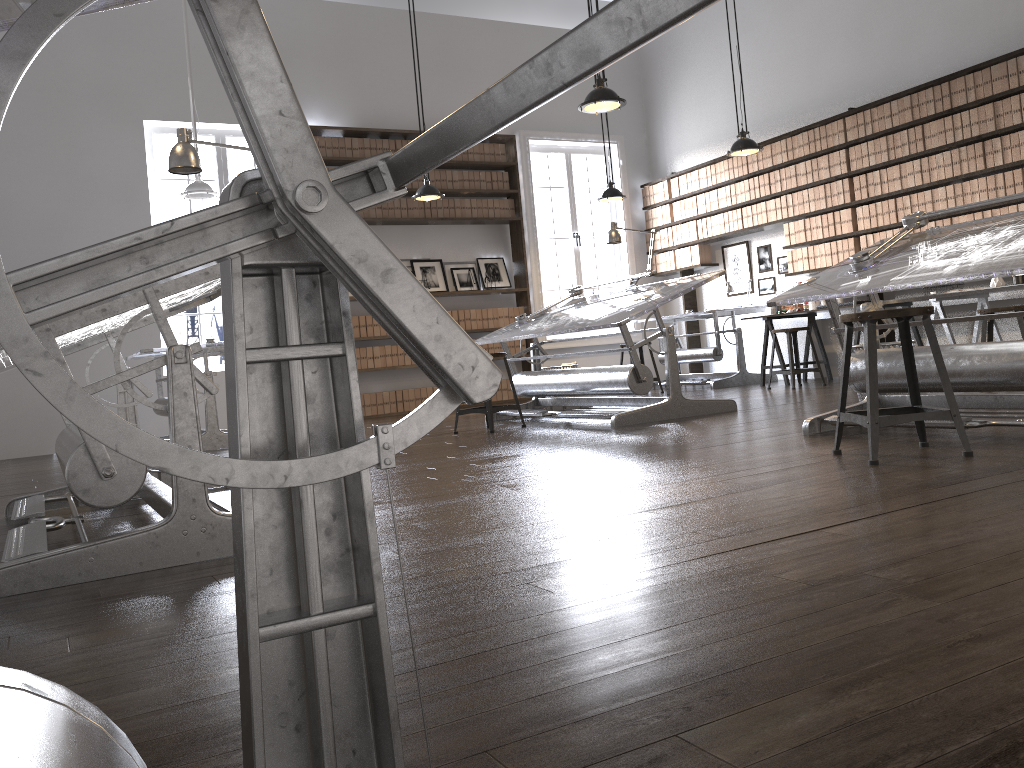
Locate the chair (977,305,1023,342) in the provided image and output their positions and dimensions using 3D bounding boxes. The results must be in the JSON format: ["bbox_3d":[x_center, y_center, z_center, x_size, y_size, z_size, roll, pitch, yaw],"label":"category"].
[{"bbox_3d":[3.323,-0.252,5.937,0.371,0.528,0.359,-5,-1,35],"label":"chair"}]

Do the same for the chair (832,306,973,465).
[{"bbox_3d":[1.360,0.000,3.164,0.358,0.528,0.371,-5,0,0],"label":"chair"}]

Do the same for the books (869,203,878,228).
[{"bbox_3d":[3.290,-1.500,7.919,0.175,0.226,0.066,-5,-1,-28],"label":"books"}]

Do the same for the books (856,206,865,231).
[{"bbox_3d":[3.225,-1.498,8.048,0.175,0.226,0.066,-5,-1,-28],"label":"books"}]

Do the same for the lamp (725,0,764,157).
[{"bbox_3d":[1.851,-3.062,7.456,0.310,2.255,0.313,-6,-2,41],"label":"lamp"}]

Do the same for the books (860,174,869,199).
[{"bbox_3d":[3.233,-1.775,7.990,0.175,0.226,0.066,-5,-1,-28],"label":"books"}]

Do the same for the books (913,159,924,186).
[{"bbox_3d":[3.495,-1.785,7.500,0.175,0.226,0.066,-5,-1,-28],"label":"books"}]

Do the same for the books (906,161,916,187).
[{"bbox_3d":[3.463,-1.784,7.565,0.175,0.226,0.066,-5,-1,-28],"label":"books"}]

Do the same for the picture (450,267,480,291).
[{"bbox_3d":[-0.520,-1.156,9.848,0.290,0.291,0.126,-5,-1,-28],"label":"picture"}]

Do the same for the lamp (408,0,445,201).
[{"bbox_3d":[-0.874,-2.837,8.196,0.310,2.255,0.313,-6,-2,41],"label":"lamp"}]

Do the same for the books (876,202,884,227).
[{"bbox_3d":[3.324,-1.501,7.866,0.175,0.226,0.066,-5,-1,-28],"label":"books"}]

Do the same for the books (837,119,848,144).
[{"bbox_3d":[3.096,-2.322,8.164,0.175,0.226,0.066,-5,-1,-28],"label":"books"}]

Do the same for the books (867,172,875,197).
[{"bbox_3d":[3.273,-1.777,7.927,0.175,0.226,0.066,-5,-1,-28],"label":"books"}]

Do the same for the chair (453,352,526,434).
[{"bbox_3d":[-0.169,0.060,6.004,0.357,0.528,0.372,-6,-1,40],"label":"chair"}]

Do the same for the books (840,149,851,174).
[{"bbox_3d":[3.119,-2.046,8.164,0.175,0.226,0.066,-5,-1,-28],"label":"books"}]

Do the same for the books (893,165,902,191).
[{"bbox_3d":[3.399,-1.781,7.677,0.175,0.226,0.066,-5,-1,-28],"label":"books"}]

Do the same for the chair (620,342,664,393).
[{"bbox_3d":[1.265,-0.147,8.890,0.359,0.528,0.371,-5,0,-20],"label":"chair"}]

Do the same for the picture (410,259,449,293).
[{"bbox_3d":[-0.895,-1.168,9.640,0.374,0.392,0.148,-5,-1,-28],"label":"picture"}]

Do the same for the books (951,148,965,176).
[{"bbox_3d":[3.661,-1.792,7.187,0.175,0.226,0.066,-5,-1,-28],"label":"books"}]

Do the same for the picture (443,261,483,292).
[{"bbox_3d":[-0.553,-1.189,9.879,0.434,0.361,0.095,-5,-1,-28],"label":"picture"}]

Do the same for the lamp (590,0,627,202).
[{"bbox_3d":[0.930,-3.026,9.167,0.310,2.255,0.313,-6,-2,41],"label":"lamp"}]

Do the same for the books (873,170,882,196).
[{"bbox_3d":[3.302,-1.778,7.862,0.175,0.226,0.066,-5,-1,-28],"label":"books"}]

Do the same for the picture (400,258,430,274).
[{"bbox_3d":[-1.030,-1.163,9.626,0.370,0.406,0.091,-5,-1,-28],"label":"picture"}]

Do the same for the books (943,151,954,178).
[{"bbox_3d":[3.627,-1.790,7.251,0.175,0.226,0.066,-5,-1,-28],"label":"books"}]

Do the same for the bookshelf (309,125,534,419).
[{"bbox_3d":[-0.976,-0.852,9.595,2.478,3.728,0.411,-5,-1,-28],"label":"bookshelf"}]

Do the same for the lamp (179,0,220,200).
[{"bbox_3d":[-2.642,-2.652,7.235,0.310,2.255,0.313,-6,-2,41],"label":"lamp"}]

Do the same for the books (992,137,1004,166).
[{"bbox_3d":[3.827,-1.798,6.881,0.175,0.226,0.066,-5,-1,-28],"label":"books"}]

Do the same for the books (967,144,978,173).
[{"bbox_3d":[3.728,-1.795,7.077,0.175,0.226,0.066,-5,-1,-28],"label":"books"}]

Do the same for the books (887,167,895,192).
[{"bbox_3d":[3.373,-1.781,7.739,0.175,0.226,0.066,-5,-1,-28],"label":"books"}]

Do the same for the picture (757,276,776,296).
[{"bbox_3d":[2.713,-1.039,9.420,0.023,0.183,0.250,-4,0,-28],"label":"picture"}]

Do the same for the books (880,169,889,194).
[{"bbox_3d":[3.339,-1.779,7.802,0.175,0.226,0.066,-5,-1,-28],"label":"books"}]

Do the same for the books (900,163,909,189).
[{"bbox_3d":[3.435,-1.783,7.621,0.175,0.226,0.066,-5,-1,-28],"label":"books"}]

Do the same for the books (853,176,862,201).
[{"bbox_3d":[3.203,-1.774,8.058,0.175,0.226,0.066,-5,-1,-28],"label":"books"}]

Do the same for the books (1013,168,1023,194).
[{"bbox_3d":[3.917,-1.524,6.752,0.175,0.226,0.066,-5,-1,-28],"label":"books"}]

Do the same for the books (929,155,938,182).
[{"bbox_3d":[3.567,-1.788,7.379,0.175,0.226,0.066,-5,-1,-28],"label":"books"}]

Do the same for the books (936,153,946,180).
[{"bbox_3d":[3.596,-1.789,7.316,0.175,0.226,0.066,-5,-1,-28],"label":"books"}]

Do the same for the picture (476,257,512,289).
[{"bbox_3d":[-0.205,-1.259,10.038,0.343,0.365,0.160,-5,-1,-28],"label":"picture"}]

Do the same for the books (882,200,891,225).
[{"bbox_3d":[3.357,-1.503,7.809,0.175,0.226,0.066,-5,-1,-28],"label":"books"}]

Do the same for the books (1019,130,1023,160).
[{"bbox_3d":[3.924,-1.802,6.696,0.175,0.226,0.066,-5,-1,-28],"label":"books"}]

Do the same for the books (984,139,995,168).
[{"bbox_3d":[3.798,-1.797,6.946,0.175,0.226,0.066,-5,-1,-28],"label":"books"}]

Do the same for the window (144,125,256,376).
[{"bbox_3d":[-2.783,-1.309,8.719,1.485,2.500,0.153,-5,-1,-28],"label":"window"}]

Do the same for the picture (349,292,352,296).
[{"bbox_3d":[-1.721,-1.046,9.266,0.267,0.315,0.058,-5,-1,-28],"label":"picture"}]

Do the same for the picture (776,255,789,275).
[{"bbox_3d":[2.841,-1.236,9.153,0.023,0.183,0.250,-4,0,-28],"label":"picture"}]

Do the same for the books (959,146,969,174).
[{"bbox_3d":[3.695,-1.793,7.134,0.175,0.226,0.066,-5,-1,-28],"label":"books"}]

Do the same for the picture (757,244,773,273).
[{"bbox_3d":[2.693,-1.332,9.419,0.022,0.285,0.201,-4,-1,-29],"label":"picture"}]

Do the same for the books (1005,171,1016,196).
[{"bbox_3d":[3.887,-1.523,6.819,0.175,0.226,0.066,-5,-1,-28],"label":"books"}]

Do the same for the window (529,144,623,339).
[{"bbox_3d":[0.752,-1.683,10.495,1.247,2.312,0.153,-5,-1,-28],"label":"window"}]

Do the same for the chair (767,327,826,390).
[{"bbox_3d":[2.454,-0.222,7.707,0.359,0.528,0.371,-5,0,-20],"label":"chair"}]

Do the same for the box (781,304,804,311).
[{"bbox_3d":[2.721,-0.723,8.520,0.138,0.083,0.211,-6,1,-28],"label":"box"}]

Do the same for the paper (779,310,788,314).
[{"bbox_3d":[2.596,-0.684,8.433,0.138,0.038,0.154,-6,2,-43],"label":"paper"}]

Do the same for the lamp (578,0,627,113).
[{"bbox_3d":[0.475,-2.890,5.676,0.313,2.255,0.310,-5,-1,-8],"label":"lamp"}]

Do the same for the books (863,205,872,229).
[{"bbox_3d":[3.256,-1.499,7.983,0.175,0.226,0.066,-5,-1,-28],"label":"books"}]

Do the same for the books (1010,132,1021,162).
[{"bbox_3d":[3.898,-1.801,6.758,0.175,0.226,0.066,-5,-1,-28],"label":"books"}]

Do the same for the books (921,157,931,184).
[{"bbox_3d":[3.532,-1.787,7.440,0.175,0.226,0.066,-5,-1,-28],"label":"books"}]

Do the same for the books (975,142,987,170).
[{"bbox_3d":[3.758,-1.796,7.009,0.175,0.226,0.066,-5,-1,-28],"label":"books"}]

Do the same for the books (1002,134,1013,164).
[{"bbox_3d":[3.864,-1.800,6.821,0.175,0.226,0.066,-5,-1,-28],"label":"books"}]

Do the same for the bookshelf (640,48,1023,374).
[{"bbox_3d":[4.026,-0.967,6.814,0.374,3.209,9.158,-4,1,-28],"label":"bookshelf"}]

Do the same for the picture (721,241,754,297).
[{"bbox_3d":[2.492,-1.266,9.779,0.040,0.575,0.414,-4,-1,-28],"label":"picture"}]
